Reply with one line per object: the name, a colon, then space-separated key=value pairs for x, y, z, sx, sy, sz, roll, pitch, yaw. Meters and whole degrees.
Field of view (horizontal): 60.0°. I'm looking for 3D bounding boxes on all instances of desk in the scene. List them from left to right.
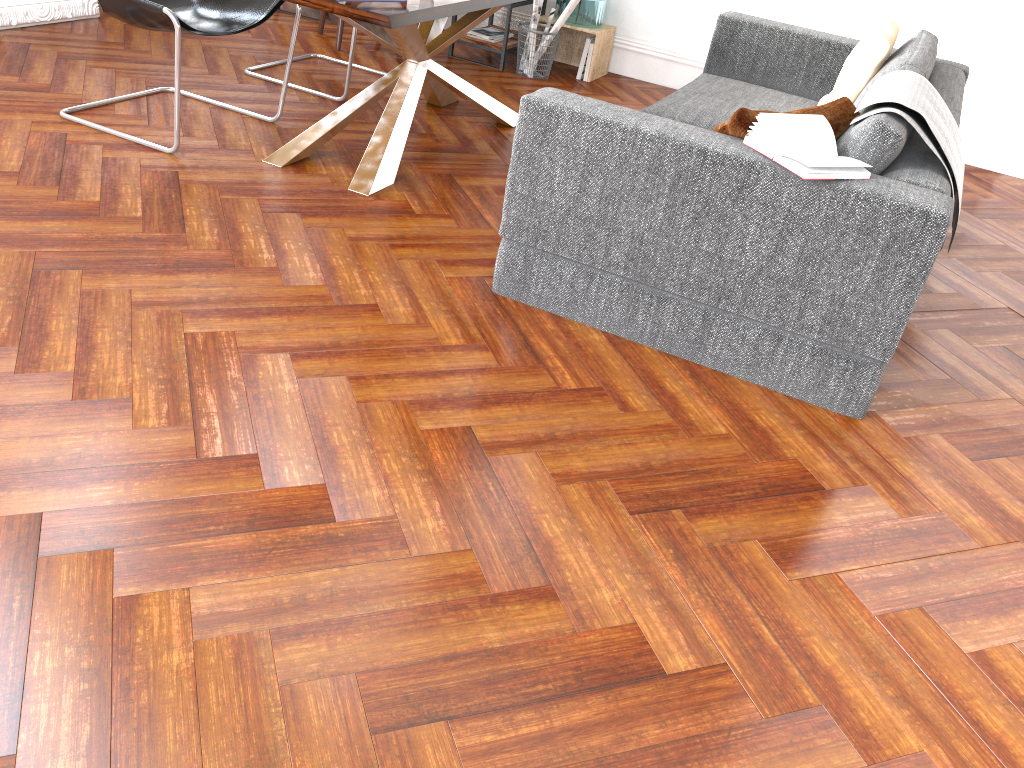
desk: x=-0.673 y=-2.675 z=5.802 sx=1.794 sy=0.765 sz=0.642 roll=21 pitch=34 yaw=17
desk: x=-0.415 y=-1.474 z=3.975 sx=1.027 sy=0.759 sz=2.209 roll=21 pitch=34 yaw=17

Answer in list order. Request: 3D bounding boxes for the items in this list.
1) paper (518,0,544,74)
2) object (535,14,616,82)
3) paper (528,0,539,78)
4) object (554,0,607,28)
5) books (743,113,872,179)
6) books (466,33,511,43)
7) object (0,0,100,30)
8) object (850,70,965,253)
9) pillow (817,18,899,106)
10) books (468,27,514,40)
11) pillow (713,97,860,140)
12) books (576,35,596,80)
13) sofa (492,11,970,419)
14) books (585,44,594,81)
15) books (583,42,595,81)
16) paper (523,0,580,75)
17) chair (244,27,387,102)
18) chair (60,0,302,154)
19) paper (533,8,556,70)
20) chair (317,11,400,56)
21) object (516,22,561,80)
paper: x=0.142 y=-2.257 z=5.489 sx=0.047 sy=0.632 sz=0.291 roll=17 pitch=33 yaw=11
object: x=0.387 y=-2.179 z=5.752 sx=0.434 sy=0.319 sz=0.338 roll=21 pitch=34 yaw=17
paper: x=0.129 y=-2.099 z=5.379 sx=0.073 sy=0.483 sz=0.033 roll=-9 pitch=37 yaw=-27
object: x=0.744 y=-3.144 z=5.116 sx=0.807 sy=2.078 sz=0.350 roll=10 pitch=33 yaw=1
books: x=0.813 y=-0.655 z=2.416 sx=0.224 sy=0.097 sz=0.276 roll=-6 pitch=36 yaw=-24
books: x=-0.145 y=-2.226 z=5.665 sx=0.196 sy=0.014 sz=0.266 roll=20 pitch=34 yaw=16
object: x=-2.581 y=-2.439 z=4.598 sx=0.233 sy=1.072 sz=0.823 roll=21 pitch=34 yaw=17
object: x=1.301 y=-0.754 z=2.881 sx=0.399 sy=0.391 sz=0.746 roll=21 pitch=34 yaw=17
pillow: x=1.524 y=-1.371 z=3.937 sx=0.225 sy=0.465 sz=0.482 roll=21 pitch=34 yaw=17
books: x=-0.143 y=-2.239 z=5.657 sx=0.195 sy=0.014 sz=0.266 roll=28 pitch=36 yaw=26
pillow: x=0.778 y=-0.716 z=2.757 sx=0.469 sy=0.400 sz=0.327 roll=-9 pitch=37 yaw=-27
books: x=0.487 y=-2.079 z=5.652 sx=0.054 sy=0.260 sz=0.186 roll=22 pitch=34 yaw=18
sofa: x=1.087 y=-0.976 z=3.623 sx=1.259 sy=0.837 sz=2.625 roll=21 pitch=34 yaw=17
books: x=0.522 y=-2.051 z=5.640 sx=0.012 sy=0.234 sz=0.168 roll=21 pitch=34 yaw=17
books: x=0.510 y=-2.055 z=5.644 sx=0.012 sy=0.234 sz=0.168 roll=21 pitch=34 yaw=17
paper: x=0.273 y=-2.159 z=5.371 sx=0.330 sy=0.615 sz=0.046 roll=10 pitch=33 yaw=0
chair: x=-0.898 y=-2.015 z=4.578 sx=0.744 sy=0.881 sz=0.747 roll=21 pitch=34 yaw=17
chair: x=-1.397 y=-1.511 z=3.651 sx=0.744 sy=0.881 sz=0.747 roll=21 pitch=34 yaw=17
paper: x=0.193 y=-2.145 z=5.547 sx=0.125 sy=0.392 sz=0.025 roll=-20 pitch=43 yaw=-38
chair: x=-0.897 y=-2.478 z=5.291 sx=0.715 sy=0.908 sz=0.543 roll=17 pitch=33 yaw=11
object: x=0.148 y=-2.051 z=5.500 sx=0.261 sy=0.308 sz=0.258 roll=1 pitch=33 yaw=-13
